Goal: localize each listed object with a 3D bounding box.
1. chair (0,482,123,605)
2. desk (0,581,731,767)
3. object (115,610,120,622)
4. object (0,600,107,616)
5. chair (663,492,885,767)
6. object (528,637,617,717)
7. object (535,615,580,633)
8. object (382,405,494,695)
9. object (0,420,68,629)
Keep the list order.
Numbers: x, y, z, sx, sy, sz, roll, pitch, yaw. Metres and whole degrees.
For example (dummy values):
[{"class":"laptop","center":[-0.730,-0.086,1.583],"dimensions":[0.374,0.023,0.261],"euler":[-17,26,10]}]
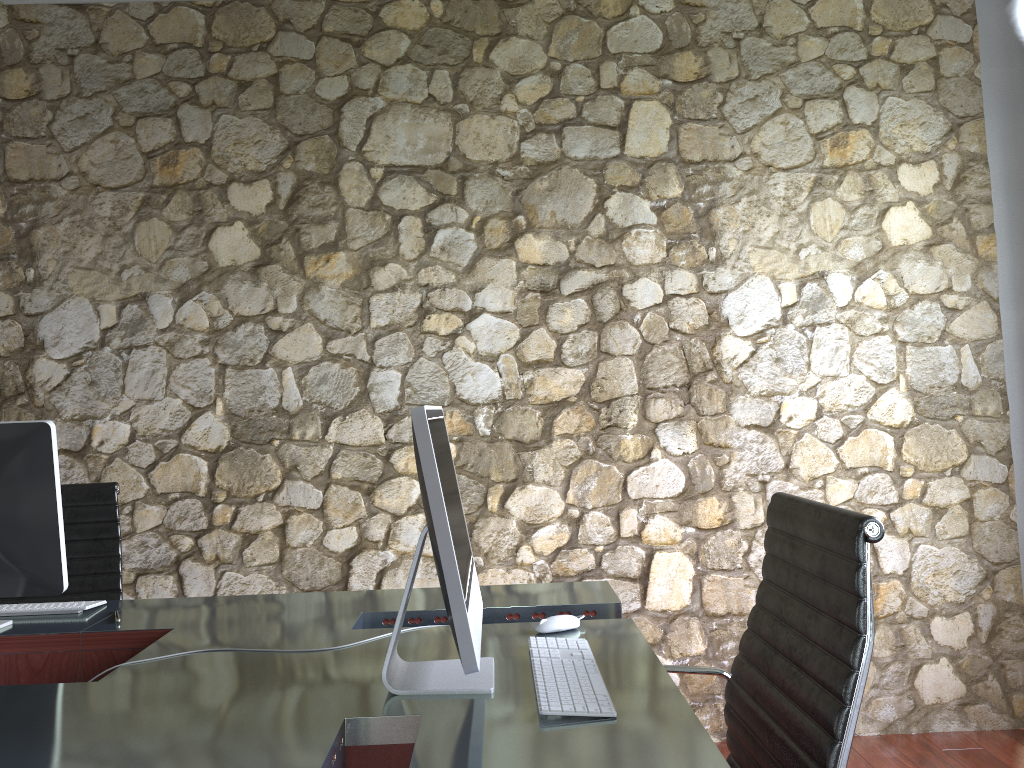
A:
[{"class":"chair","center":[-1.335,0.811,2.397],"dimensions":[0.665,1.027,0.696],"euler":[-2,-4,-6]},{"class":"desk","center":[-0.967,0.922,1.694],"dimensions":[2.507,0.731,1.296],"euler":[-2,-2,-1]},{"class":"object","center":[-0.962,0.564,2.159],"dimensions":[0.011,0.011,0.148],"euler":[0,-2,-25]},{"class":"object","center":[-1.279,0.574,2.261],"dimensions":[0.439,0.017,0.118],"euler":[-2,-2,-1]},{"class":"chair","center":[0.282,0.730,1.492],"dimensions":[0.699,1.027,0.663],"euler":[-2,-4,3]},{"class":"object","center":[0.096,0.507,1.561],"dimensions":[0.118,0.017,0.437],"euler":[-2,-2,-1]},{"class":"object","center":[0.096,0.510,1.888],"dimensions":[0.106,0.028,0.059],"euler":[-1,-2,-32]},{"class":"object","center":[-0.135,0.283,1.601],"dimensions":[0.189,0.487,0.482],"euler":[-2,-3,-1]},{"class":"object","center":[-1.309,0.335,2.058],"dimensions":[0.484,0.487,0.189],"euler":[-2,-4,-1]}]
